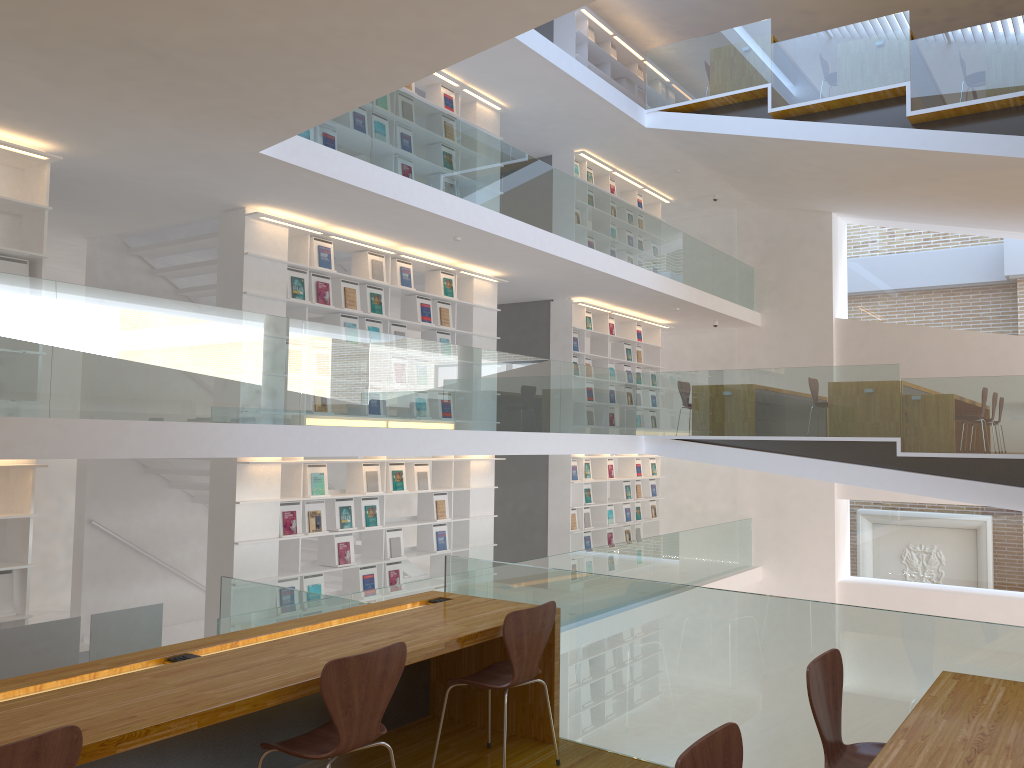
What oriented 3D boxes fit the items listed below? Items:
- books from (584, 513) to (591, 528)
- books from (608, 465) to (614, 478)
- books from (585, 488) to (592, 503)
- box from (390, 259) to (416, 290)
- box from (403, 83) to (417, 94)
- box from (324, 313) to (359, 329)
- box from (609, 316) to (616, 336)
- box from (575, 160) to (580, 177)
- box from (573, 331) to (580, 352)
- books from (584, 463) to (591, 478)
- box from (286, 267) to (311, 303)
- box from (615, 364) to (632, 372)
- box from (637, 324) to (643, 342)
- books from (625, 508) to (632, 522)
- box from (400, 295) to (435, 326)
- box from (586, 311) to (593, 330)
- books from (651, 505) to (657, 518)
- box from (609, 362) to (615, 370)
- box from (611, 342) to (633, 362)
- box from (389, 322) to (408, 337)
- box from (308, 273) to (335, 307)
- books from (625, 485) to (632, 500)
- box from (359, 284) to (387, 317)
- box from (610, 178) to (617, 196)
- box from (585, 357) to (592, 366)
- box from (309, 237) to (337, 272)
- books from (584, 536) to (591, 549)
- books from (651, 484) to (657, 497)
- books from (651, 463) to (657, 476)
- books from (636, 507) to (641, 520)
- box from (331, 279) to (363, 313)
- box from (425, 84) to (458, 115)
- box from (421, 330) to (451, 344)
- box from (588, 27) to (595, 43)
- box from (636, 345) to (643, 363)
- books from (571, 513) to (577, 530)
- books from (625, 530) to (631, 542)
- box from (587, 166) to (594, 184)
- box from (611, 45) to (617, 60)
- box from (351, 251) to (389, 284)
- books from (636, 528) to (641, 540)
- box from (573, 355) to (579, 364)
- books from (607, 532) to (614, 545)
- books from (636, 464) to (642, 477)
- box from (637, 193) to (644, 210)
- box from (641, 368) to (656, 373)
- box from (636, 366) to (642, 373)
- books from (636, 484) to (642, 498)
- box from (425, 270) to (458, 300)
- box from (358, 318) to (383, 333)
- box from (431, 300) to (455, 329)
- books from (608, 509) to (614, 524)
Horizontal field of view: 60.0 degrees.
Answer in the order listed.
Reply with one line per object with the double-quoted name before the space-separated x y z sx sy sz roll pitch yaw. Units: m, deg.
"books" 1.034 1.875 12.174 0.037 0.210 0.145 -2 -4 34
"books" 1.426 1.269 12.784 0.037 0.210 0.145 -2 -4 34
"books" 1.047 1.546 12.207 0.037 0.210 0.145 -2 -4 34
"box" -1.170 -1.114 9.128 0.274 0.296 0.245 -2 -4 34
"box" -1.165 -3.159 9.223 0.274 0.296 0.245 -2 -4 34
"box" -1.610 -0.505 8.452 0.274 0.296 0.245 -2 -4 34
"box" 1.370 -0.832 12.972 0.274 0.296 0.245 -2 -4 34
"box" 0.793 -2.939 12.217 0.274 0.296 0.245 -2 -4 34
"box" 0.769 -0.568 12.078 0.274 0.296 0.245 -2 -4 34
"books" 1.036 1.191 12.212 0.037 0.210 0.145 -2 -4 34
"box" -1.978 -0.874 7.925 0.274 0.296 0.245 -2 -4 34
"box" 1.673 -0.142 13.393 0.274 0.296 0.245 -2 -4 34
"box" 1.885 -0.775 13.734 0.274 0.296 0.245 -2 -4 34
"books" 1.733 1.953 13.202 0.037 0.210 0.145 -2 -4 34
"box" -0.993 -0.769 9.374 0.274 0.296 0.245 -2 -4 34
"box" 0.987 -0.872 12.413 0.274 0.296 0.245 -2 -4 34
"books" 2.232 2.013 13.937 0.037 0.210 0.145 -2 -4 34
"box" 1.371 -0.174 12.949 0.274 0.296 0.245 -2 -4 34
"box" 1.677 -0.469 13.414 0.274 0.296 0.245 -2 -4 34
"box" -1.212 -0.462 9.037 0.274 0.296 0.245 -2 -4 34
"box" -1.817 -0.854 8.183 0.274 0.296 0.245 -2 -4 34
"books" 1.735 1.618 13.225 0.037 0.210 0.145 -2 -4 34
"box" -1.412 -0.812 8.757 0.274 0.296 0.245 -2 -4 34
"box" 1.398 -2.875 13.103 0.274 0.296 0.245 -2 -4 34
"box" 0.979 -0.217 12.372 0.274 0.296 0.245 -2 -4 34
"box" -1.802 -1.183 8.197 0.274 0.296 0.245 -2 -4 34
"books" 1.043 2.196 12.173 0.037 0.210 0.145 -2 -4 34
"books" 2.235 1.688 13.955 0.037 0.210 0.145 -2 -4 34
"books" 2.237 1.352 13.978 0.037 0.210 0.145 -2 -4 34
"books" 1.921 1.974 13.479 0.037 0.210 0.145 -2 -4 34
"box" -1.606 -0.833 8.472 0.274 0.296 0.245 -2 -4 34
"box" -0.773 -3.117 9.801 0.274 0.296 0.245 -2 -4 34
"box" -0.806 -0.418 9.634 0.274 0.296 0.245 -2 -4 34
"box" 1.044 -4.925 12.674 0.274 0.296 0.245 -2 -4 34
"box" 1.880 -0.448 13.713 0.274 0.296 0.245 -2 -4 34
"books" 0.817 1.842 11.860 0.037 0.210 0.145 -2 -4 34
"books" 1.730 2.278 13.184 0.037 0.210 0.145 -2 -4 34
"box" 1.016 -2.915 12.544 0.274 0.296 0.245 -2 -4 34
"box" 1.427 -4.886 13.232 0.274 0.296 0.245 -2 -4 34
"box" -1.404 -1.140 8.784 0.274 0.296 0.245 -2 -4 34
"books" 1.916 2.298 13.458 0.037 0.210 0.145 -2 -4 34
"box" 0.768 -0.240 12.062 0.274 0.296 0.245 -2 -4 34
"books" 1.412 2.240 12.722 0.037 0.210 0.145 -2 -4 34
"books" 1.936 1.325 13.534 0.037 0.210 0.145 -2 -4 34
"box" 1.914 -2.817 13.865 0.274 0.296 0.245 -2 -4 34
"box" 2.170 -0.088 14.125 0.274 0.296 0.245 -2 -4 34
"box" 1.870 -0.120 13.684 0.274 0.296 0.245 -2 -4 34
"books" 1.931 1.639 13.514 0.037 0.210 0.145 -2 -4 34
"box" -0.770 -1.071 9.716 0.274 0.296 0.245 -2 -4 34
"box" -1.420 -0.484 8.732 0.274 0.296 0.245 -2 -4 34
"box" -0.802 -0.746 9.654 0.274 0.296 0.245 -2 -4 34
"books" 1.417 1.913 12.743 0.037 0.210 0.145 -2 -4 34
